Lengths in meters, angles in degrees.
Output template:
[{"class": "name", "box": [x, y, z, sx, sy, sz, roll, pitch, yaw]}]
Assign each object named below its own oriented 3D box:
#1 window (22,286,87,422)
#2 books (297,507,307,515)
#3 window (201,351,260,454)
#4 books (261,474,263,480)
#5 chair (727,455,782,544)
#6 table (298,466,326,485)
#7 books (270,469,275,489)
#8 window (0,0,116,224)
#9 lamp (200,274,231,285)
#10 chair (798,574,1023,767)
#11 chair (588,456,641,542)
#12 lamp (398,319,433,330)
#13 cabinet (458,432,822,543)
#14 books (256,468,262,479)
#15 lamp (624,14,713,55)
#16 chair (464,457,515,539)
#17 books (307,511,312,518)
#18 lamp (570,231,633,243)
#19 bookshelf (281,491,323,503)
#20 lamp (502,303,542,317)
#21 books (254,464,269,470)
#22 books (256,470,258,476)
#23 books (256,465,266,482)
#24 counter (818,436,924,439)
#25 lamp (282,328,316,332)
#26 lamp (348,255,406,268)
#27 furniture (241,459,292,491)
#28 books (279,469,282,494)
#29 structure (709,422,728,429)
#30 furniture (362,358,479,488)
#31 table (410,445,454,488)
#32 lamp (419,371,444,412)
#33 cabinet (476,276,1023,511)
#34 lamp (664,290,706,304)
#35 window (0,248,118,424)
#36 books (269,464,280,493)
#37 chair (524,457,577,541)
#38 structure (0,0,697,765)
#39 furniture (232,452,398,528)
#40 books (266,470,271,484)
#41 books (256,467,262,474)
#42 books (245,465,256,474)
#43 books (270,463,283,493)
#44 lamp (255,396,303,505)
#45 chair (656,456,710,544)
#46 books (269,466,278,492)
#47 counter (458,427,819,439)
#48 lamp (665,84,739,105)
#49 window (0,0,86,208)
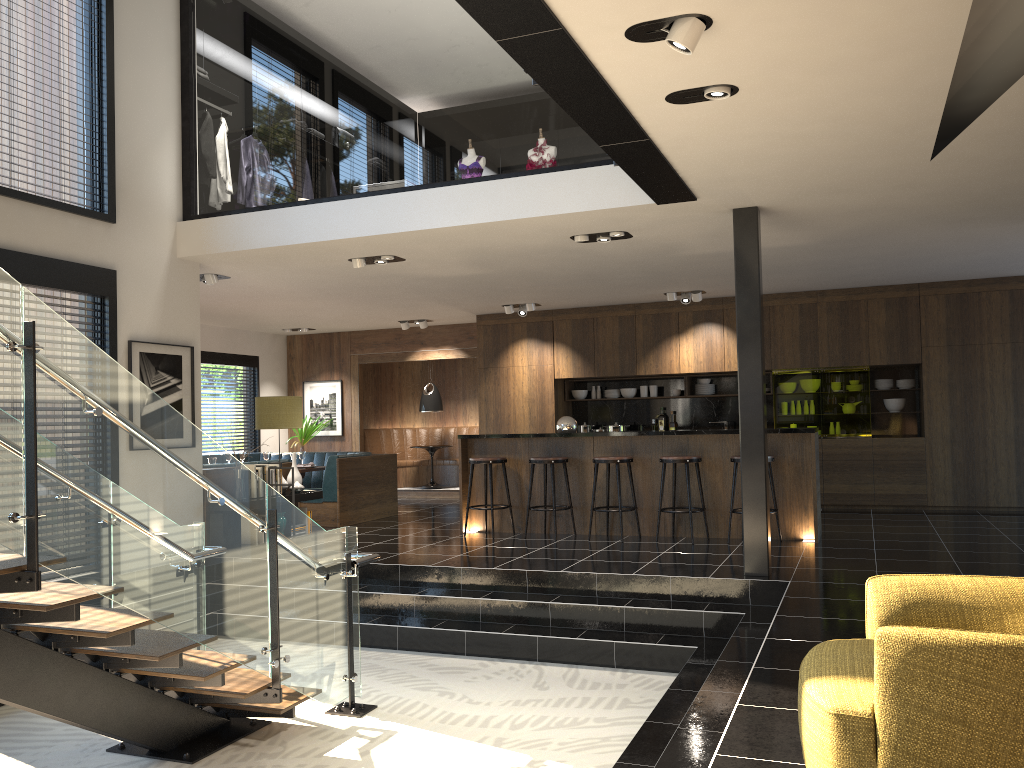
[{"class": "window", "box": [-3.671, 0.298, 6.637, 0.005, 2.296, 1.221, -2, -2, 22]}, {"class": "books", "box": [-2.169, 1.397, 9.087, 0.156, 0.263, 0.026, -2, -2, 22]}, {"class": "window", "box": [-4.442, 0.687, 13.521, 0.312, 2.372, 1.505, -2, -2, 22]}, {"class": "books", "box": [-2.467, 0.975, 8.513, 0.170, 0.214, 0.025, -2, -2, 22]}, {"class": "chair", "box": [2.216, 1.059, 8.136, 0.412, 0.799, 0.412, -2, -2, 31]}, {"class": "table", "box": [-3.039, 1.370, 10.971, 1.538, 0.660, 0.823, -2, -2, 22]}, {"class": "books", "box": [-2.403, 0.960, 8.673, 0.194, 0.255, 0.034, -2, -2, 22]}, {"class": "window", "box": [-3.675, -2.557, 6.686, 0.358, 2.474, 1.393, -2, -2, 22]}, {"class": "lamp", "box": [-3.123, -1.106, 8.979, 0.501, 0.248, 0.349, -2, -2, 22]}, {"class": "chair", "box": [1.261, 0.680, 2.251, 1.031, 1.097, 0.808, -2, -2, 21]}, {"class": "chair", "box": [0.989, 1.109, 8.621, 0.412, 0.799, 0.412, -2, -2, 31]}, {"class": "lamp", "box": [-1.437, -0.949, 13.239, 0.501, 0.280, 0.349, -2, -2, 21]}, {"class": "cabinet", "box": [1.229, 1.019, 9.007, 3.564, 0.993, 0.698, -2, -2, 22]}, {"class": "books", "box": [-2.467, 0.943, 8.484, 0.160, 0.276, 0.030, -2, -2, 22]}, {"class": "lamp", "box": [0.614, -1.410, 3.488, 0.346, 0.247, 0.195, -2, -2, 22]}, {"class": "chair", "box": [-0.238, 1.159, 9.106, 0.412, 0.799, 0.412, -2, -2, 31]}, {"class": "books", "box": [-2.167, 1.414, 9.119, 0.231, 0.232, 0.037, -2, -2, 22]}, {"class": "lamp", "box": [0.750, -1.289, 7.448, 0.501, 0.194, 0.349, -2, -2, 22]}, {"class": "bookshelf", "box": [-2.362, 1.343, 8.650, 0.356, 0.500, 1.304, -2, -2, 22]}, {"class": "lamp", "box": [0.127, -1.043, 11.729, 0.501, 0.294, 0.349, -2, -2, 21]}, {"class": "books", "box": [-2.429, 0.933, 8.624, 0.155, 0.305, 0.032, -2, -2, 22]}, {"class": "books", "box": [-2.494, 0.948, 8.435, 0.173, 0.262, 0.030, -2, -2, 22]}, {"class": "books", "box": [-2.455, 0.935, 8.573, 0.169, 0.298, 0.032, -2, -2, 22]}, {"class": "counter", "box": [2.901, 0.731, 11.726, 4.592, 0.005, 0.863, -2, -3, 22]}, {"class": "lamp", "box": [-3.365, -0.905, 14.002, 0.501, 0.213, 0.349, -2, -2, 21]}, {"class": "lamp", "box": [-1.256, -1.190, 8.241, 0.501, 0.231, 0.349, -2, -2, 22]}, {"class": "furniture", "box": [-3.766, 1.231, 9.225, 2.610, 0.822, 1.365, -2, -2, 22]}, {"class": "books", "box": [-2.351, 0.965, 8.773, 0.162, 0.250, 0.028, -2, -2, 22]}, {"class": "structure", "box": [2.710, 0.615, 11.652, 0.243, 0.231, 0.174, -2, -2, 21]}, {"class": "furniture", "box": [-1.122, 0.510, 14.560, 2.639, 2.334, 1.175, -2, -2, 21]}, {"class": "table", "box": [-1.270, 1.309, 14.103, 0.702, 0.643, 0.702, -1, -2, -4]}, {"class": "lamp", "box": [-1.295, -0.040, 14.126, 0.389, 0.973, 0.389, -1, -2, -25]}, {"class": "cabinet", "box": [2.884, 0.245, 11.736, 6.894, 2.689, 0.869, -2, -2, 22]}, {"class": "lamp", "box": [2.133, -1.131, 10.936, 0.501, 0.280, 0.349, -2, -2, 21]}, {"class": "window", "box": [-3.608, 0.295, 6.604, 0.358, 2.474, 1.393, -2, -2, 22]}, {"class": "books", "box": [-2.373, 0.943, 8.754, 0.177, 0.294, 0.025, -2, -2, 22]}, {"class": "chair", "box": [0.376, 1.134, 8.864, 0.412, 0.799, 0.412, -2, -2, 31]}, {"class": "structure", "box": [-1.358, -0.147, 3.303, 3.448, 4.866, 7.281, -2, -2, 21]}, {"class": "furniture", "box": [-2.932, 1.296, 11.223, 2.610, 0.822, 1.365, -2, -2, 22]}, {"class": "books", "box": [-2.421, 0.957, 8.590, 0.202, 0.255, 0.025, -2, -2, 22]}, {"class": "books", "box": [-2.467, 0.943, 8.544, 0.141, 0.280, 0.031, -2, -2, 22]}, {"class": "books", "box": [-2.497, 0.922, 8.402, 0.160, 0.312, 0.035, -2, -2, 22]}, {"class": "books", "box": [-2.351, 0.940, 8.856, 0.131, 0.307, 0.022, -2, -2, 22]}, {"class": "lamp", "box": [-2.232, 0.841, 8.179, 0.637, 1.444, 0.437, 0, -2, -43]}, {"class": "chair", "box": [1.603, 1.084, 8.379, 0.412, 0.799, 0.412, -2, -2, 31]}, {"class": "books", "box": [-2.377, 0.949, 8.727, 0.154, 0.280, 0.028, -2, -2, 22]}, {"class": "counter", "box": [1.215, 0.501, 9.022, 3.574, 0.041, 0.698, -2, -3, 22]}, {"class": "lamp", "box": [0.899, -1.431, 4.211, 0.346, 0.158, 0.195, -2, -2, 22]}, {"class": "window", "box": [-3.738, -2.554, 6.719, 0.005, 2.296, 1.221, -2, -2, 22]}]
